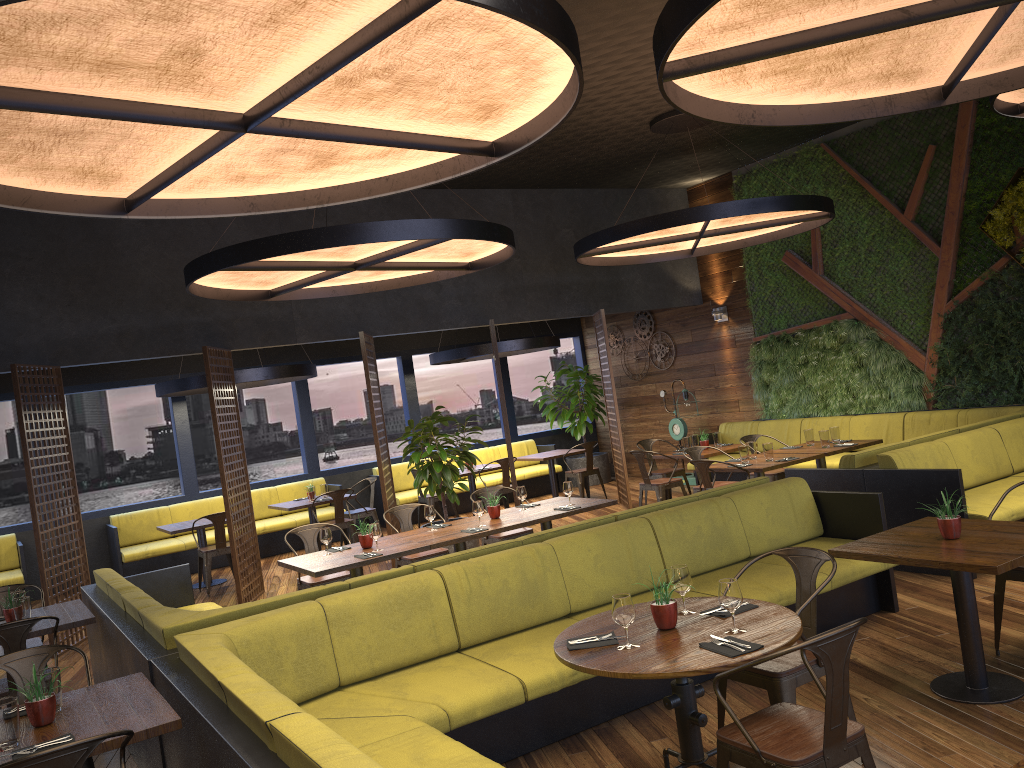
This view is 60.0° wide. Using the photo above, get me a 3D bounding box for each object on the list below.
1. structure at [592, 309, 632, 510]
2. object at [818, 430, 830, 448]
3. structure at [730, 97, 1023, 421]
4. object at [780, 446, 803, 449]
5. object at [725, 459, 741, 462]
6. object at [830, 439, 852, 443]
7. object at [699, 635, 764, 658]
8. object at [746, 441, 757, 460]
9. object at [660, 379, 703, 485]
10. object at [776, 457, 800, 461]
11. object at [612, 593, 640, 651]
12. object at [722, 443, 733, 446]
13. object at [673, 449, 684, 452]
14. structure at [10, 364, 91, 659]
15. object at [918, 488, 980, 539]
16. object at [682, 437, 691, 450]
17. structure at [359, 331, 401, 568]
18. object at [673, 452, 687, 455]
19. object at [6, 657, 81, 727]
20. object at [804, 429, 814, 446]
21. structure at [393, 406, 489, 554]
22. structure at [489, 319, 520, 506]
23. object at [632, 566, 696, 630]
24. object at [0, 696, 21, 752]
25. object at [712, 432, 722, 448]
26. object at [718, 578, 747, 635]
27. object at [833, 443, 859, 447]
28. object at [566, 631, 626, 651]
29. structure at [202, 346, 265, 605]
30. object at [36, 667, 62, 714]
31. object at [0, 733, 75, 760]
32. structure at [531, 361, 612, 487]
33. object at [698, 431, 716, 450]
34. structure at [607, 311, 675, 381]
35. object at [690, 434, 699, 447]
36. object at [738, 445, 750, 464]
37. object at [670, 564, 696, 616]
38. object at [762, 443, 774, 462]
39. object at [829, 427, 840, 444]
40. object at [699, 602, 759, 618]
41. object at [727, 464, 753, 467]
[{"bbox_3d":[1.361,0.356,12.069,0.050,2.700,0.852,-8,0,-2],"label":"structure"},{"bbox_3d":[3.255,0.575,9.229,0.102,0.178,0.102,-8,0,4],"label":"object"},{"bbox_3d":[5.720,-1.236,9.011,0.918,4.593,9.182,-8,0,-33],"label":"structure"},{"bbox_3d":[3.053,0.686,9.639,0.157,0.019,0.255,-8,0,-32],"label":"object"},{"bbox_3d":[2.347,0.785,9.197,0.157,0.019,0.255,-8,0,-32],"label":"object"},{"bbox_3d":[3.562,0.613,9.574,0.157,0.019,0.255,-8,0,-32],"label":"object"},{"bbox_3d":[0.813,0.983,3.356,0.157,0.019,0.255,-8,0,-25],"label":"object"},{"bbox_3d":[2.472,0.686,9.139,0.102,0.178,0.102,-8,0,44],"label":"object"},{"bbox_3d":[2.676,0.724,13.716,0.459,1.615,0.848,-8,0,-32],"label":"object"},{"bbox_3d":[2.677,0.736,8.674,0.255,0.019,0.157,-8,0,-32],"label":"object"},{"bbox_3d":[0.448,0.941,3.513,0.097,0.206,0.097,-8,0,10],"label":"object"},{"bbox_3d":[2.639,0.751,11.003,0.157,0.019,0.255,-8,0,-32],"label":"object"},{"bbox_3d":[2.157,0.821,11.129,0.255,0.019,0.157,-8,0,-32],"label":"object"},{"bbox_3d":[-4.364,1.158,8.489,0.050,2.700,0.852,-8,0,-2],"label":"structure"},{"bbox_3d":[2.239,0.653,4.530,0.260,0.271,0.238,-8,0,3],"label":"object"},{"bbox_3d":[2.140,0.741,10.848,0.102,0.178,0.102,-8,0,44],"label":"object"},{"bbox_3d":[-1.502,0.757,10.279,0.050,2.700,0.852,-8,0,-2],"label":"structure"},{"bbox_3d":[2.044,0.835,10.721,0.157,0.019,0.255,-8,0,-32],"label":"object"},{"bbox_3d":[-1.904,1.241,3.589,0.260,0.271,0.238,-8,0,-30],"label":"object"},{"bbox_3d":[3.225,0.581,9.610,0.102,0.178,0.102,-8,0,44],"label":"object"},{"bbox_3d":[-0.797,1.129,9.911,0.993,1.763,1.166,-8,0,29],"label":"structure"},{"bbox_3d":[-0.070,0.557,11.174,0.050,2.700,0.852,-8,0,-2],"label":"structure"},{"bbox_3d":[0.620,0.881,3.683,0.238,0.271,0.260,-8,0,-10],"label":"object"},{"bbox_3d":[-1.914,1.288,3.353,0.102,0.178,0.102,-8,0,44],"label":"object"},{"bbox_3d":[2.521,0.687,10.877,0.102,0.178,0.102,-8,0,4],"label":"object"},{"bbox_3d":[0.870,0.880,3.516,0.097,0.206,0.097,-8,0,-7],"label":"object"},{"bbox_3d":[3.441,0.629,9.193,0.157,0.019,0.255,-8,0,-32],"label":"object"},{"bbox_3d":[0.349,1.050,3.645,0.255,0.019,0.157,-8,0,0],"label":"object"},{"bbox_3d":[-2.933,0.958,9.384,0.050,2.700,0.852,-8,0,-2],"label":"structure"},{"bbox_3d":[-1.945,1.294,3.727,0.102,0.178,0.102,-8,0,44],"label":"object"},{"bbox_3d":[-1.755,1.346,3.275,0.255,0.019,0.157,-8,0,-32],"label":"object"},{"bbox_3d":[1.167,0.658,15.299,1.493,2.184,1.272,-8,0,-32],"label":"structure"},{"bbox_3d":[2.342,0.666,10.841,0.238,0.271,0.260,-8,0,-10],"label":"object"},{"bbox_3d":[2.111,-0.649,15.005,0.058,1.178,1.791,-8,0,-32],"label":"structure"},{"bbox_3d":[2.271,0.723,11.021,0.102,0.178,0.102,-8,0,4],"label":"object"},{"bbox_3d":[2.326,0.706,8.871,0.102,0.178,0.102,-8,0,44],"label":"object"},{"bbox_3d":[0.744,0.900,3.878,0.097,0.206,0.097,-8,0,7],"label":"object"},{"bbox_3d":[2.540,0.675,8.782,0.102,0.178,0.102,-8,0,4],"label":"object"},{"bbox_3d":[3.444,0.549,9.448,0.102,0.178,0.102,-8,0,44],"label":"object"},{"bbox_3d":[0.919,0.969,3.819,0.255,0.019,0.157,-8,0,-29],"label":"object"},{"bbox_3d":[2.231,0.800,8.744,0.157,0.019,0.255,-8,0,-32],"label":"object"}]
